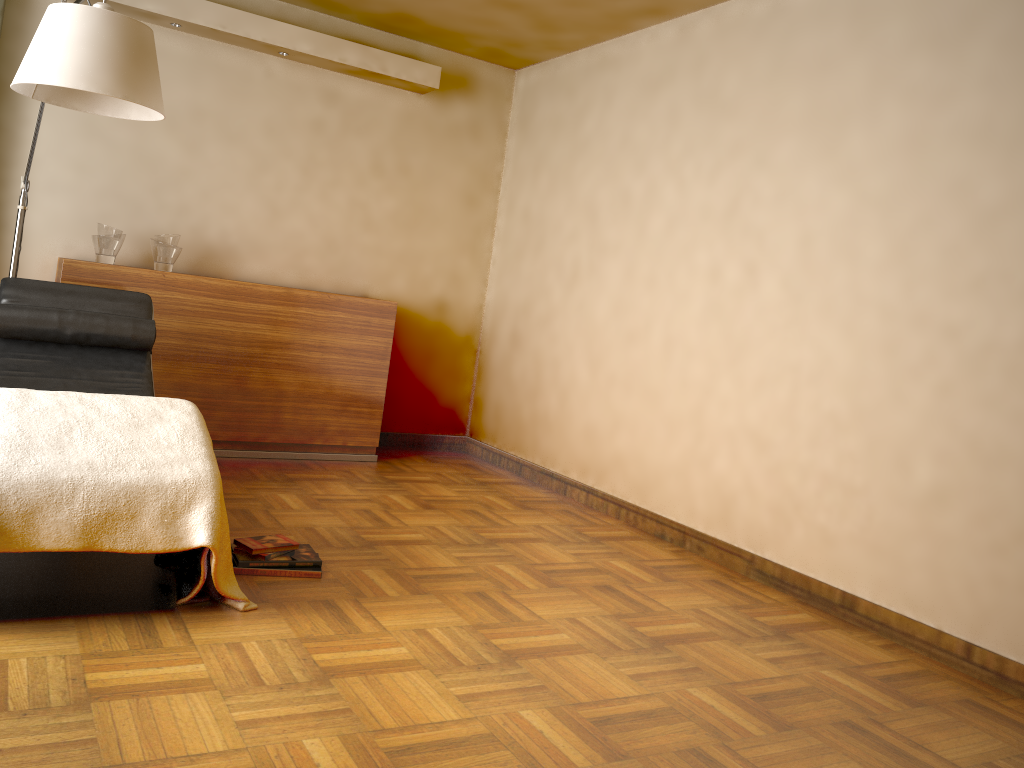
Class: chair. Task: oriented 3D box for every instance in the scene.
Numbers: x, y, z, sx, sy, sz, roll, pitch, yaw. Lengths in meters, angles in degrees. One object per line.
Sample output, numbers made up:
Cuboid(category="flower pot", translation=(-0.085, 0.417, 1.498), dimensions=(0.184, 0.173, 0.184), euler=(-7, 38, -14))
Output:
Cuboid(category="chair", translation=(-1.490, 0.083, 3.050), dimensions=(0.632, 0.796, 1.801), euler=(7, 4, -31))

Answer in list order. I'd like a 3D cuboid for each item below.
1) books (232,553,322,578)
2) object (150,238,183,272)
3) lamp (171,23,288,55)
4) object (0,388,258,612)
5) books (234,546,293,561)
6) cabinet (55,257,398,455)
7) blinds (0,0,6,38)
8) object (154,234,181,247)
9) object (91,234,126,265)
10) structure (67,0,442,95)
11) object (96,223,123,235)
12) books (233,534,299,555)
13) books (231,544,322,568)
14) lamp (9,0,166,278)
Cuboid(category="books", translation=(-0.770, 0.586, 2.888), dimensions=(0.279, 0.022, 0.201), euler=(6, 5, -16))
Cuboid(category="object", translation=(-1.745, -0.645, 4.440), dimensions=(0.155, 0.154, 0.157), euler=(6, 3, -40))
Cuboid(category="lamp", translation=(-1.725, -1.864, 4.564), dimensions=(1.152, 0.028, 0.050), euler=(5, 4, -30))
Cuboid(category="object", translation=(-1.259, 0.303, 2.584), dimensions=(0.913, 0.520, 0.915), euler=(6, 4, -30))
Cuboid(category="books", translation=(-0.810, 0.540, 2.893), dimensions=(0.124, 0.018, 0.172), euler=(9, 5, 19))
Cuboid(category="cabinet", translation=(-1.511, -0.118, 4.664), dimensions=(1.666, 0.862, 0.418), euler=(6, 2, -30))
Cuboid(category="blinds", translation=(-2.672, -0.952, 3.371), dimensions=(0.225, 2.452, 1.529), euler=(8, 1, 14))
Cuboid(category="object", translation=(-1.740, -0.683, 4.440), dimensions=(0.123, 0.150, 0.122), euler=(9, 2, 39))
Cuboid(category="object", translation=(-1.975, -0.664, 4.305), dimensions=(0.156, 0.154, 0.155), euler=(8, 2, 16))
Cuboid(category="structure", translation=(-1.420, -1.893, 4.752), dimensions=(2.168, 0.130, 0.275), euler=(5, 5, -30))
Cuboid(category="object", translation=(-1.970, -0.703, 4.305), dimensions=(0.123, 0.150, 0.122), euler=(9, 2, 41))
Cuboid(category="books", translation=(-0.802, 0.523, 2.888), dimensions=(0.124, 0.018, 0.172), euler=(12, 6, 44))
Cuboid(category="books", translation=(-0.777, 0.563, 2.902), dimensions=(0.263, 0.020, 0.190), euler=(5, 5, -26))
Cuboid(category="lamp", translation=(-1.627, -0.498, 3.256), dimensions=(0.449, 1.966, 1.423), euler=(8, 1, -27))
